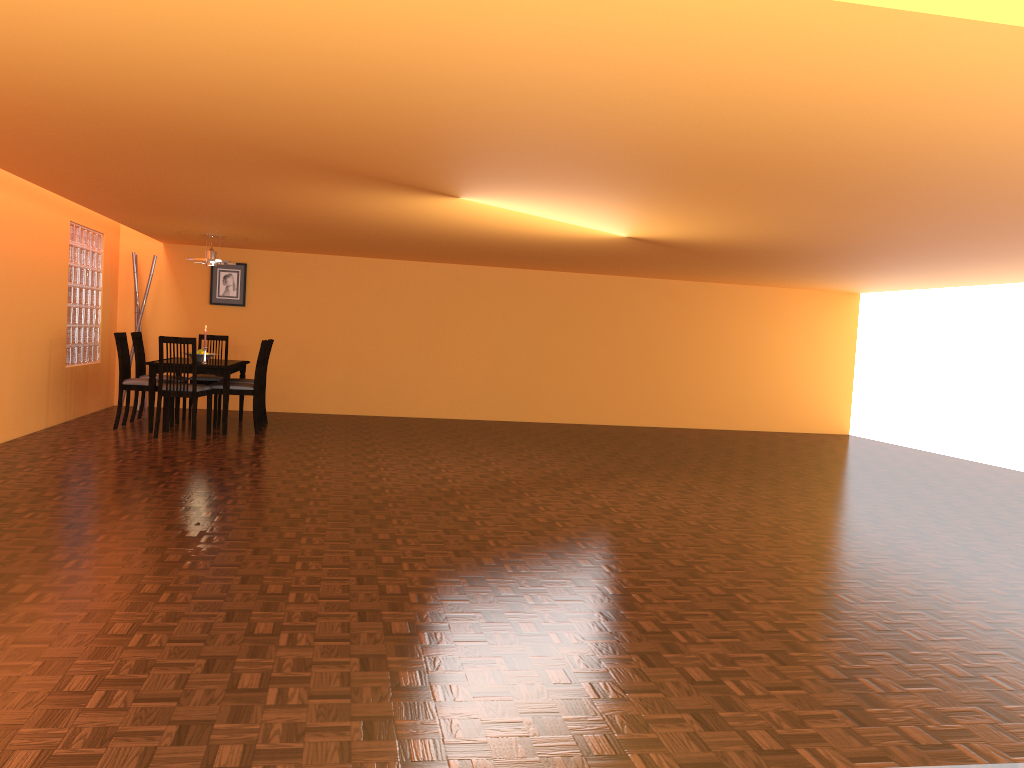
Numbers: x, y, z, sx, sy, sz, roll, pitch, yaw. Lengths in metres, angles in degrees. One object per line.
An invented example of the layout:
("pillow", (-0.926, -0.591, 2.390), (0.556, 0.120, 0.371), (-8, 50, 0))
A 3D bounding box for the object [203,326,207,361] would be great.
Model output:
("object", (-2.790, -0.377, 8.055), (0.044, 0.326, 0.044), (2, 3, -22))

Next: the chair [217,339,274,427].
("chair", (-2.458, -0.022, 8.196), (0.465, 0.809, 0.373), (3, 3, -11))

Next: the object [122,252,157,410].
("object", (-3.773, -0.527, 8.978), (0.308, 1.589, 0.226), (4, 3, 11))

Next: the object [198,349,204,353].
("object", (-2.757, -0.273, 7.856), (0.069, 0.066, 0.069), (3, 3, -1))

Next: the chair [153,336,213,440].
("chair", (-2.646, 0.024, 7.126), (0.373, 0.809, 0.465), (3, 3, -6))

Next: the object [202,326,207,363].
("object", (-2.608, -0.339, 7.539), (0.044, 0.326, 0.044), (2, 3, -22))

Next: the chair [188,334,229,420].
("chair", (-2.905, -0.067, 8.563), (0.373, 0.809, 0.465), (2, 3, -16))

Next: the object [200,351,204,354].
("object", (-2.684, -0.260, 7.709), (0.046, 0.046, 0.055), (2, 3, -28))

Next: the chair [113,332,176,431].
("chair", (-3.105, -0.022, 7.489), (0.465, 0.809, 0.373), (3, 3, -11))

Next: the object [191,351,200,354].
("object", (-2.767, -0.248, 7.754), (0.089, 0.076, 0.087), (3, 3, -4))

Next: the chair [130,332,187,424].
("chair", (-3.210, -0.058, 8.055), (0.465, 0.809, 0.373), (3, 3, -11))

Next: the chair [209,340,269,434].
("chair", (-2.352, 0.014, 7.630), (0.465, 0.809, 0.373), (3, 3, -11))

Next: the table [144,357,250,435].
("table", (-2.757, 0.092, 7.847), (0.697, 0.584, 1.259), (3, 3, -11))

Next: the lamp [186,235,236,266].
("lamp", (-2.741, -1.217, 8.093), (0.435, 0.274, 0.435), (4, 3, 11))

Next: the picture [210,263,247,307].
("picture", (-2.989, -1.054, 9.345), (0.361, 0.456, 0.014), (3, 3, -11))

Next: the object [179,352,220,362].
("object", (-2.743, -0.233, 7.787), (0.337, 0.072, 0.337), (0, 4, -44))
